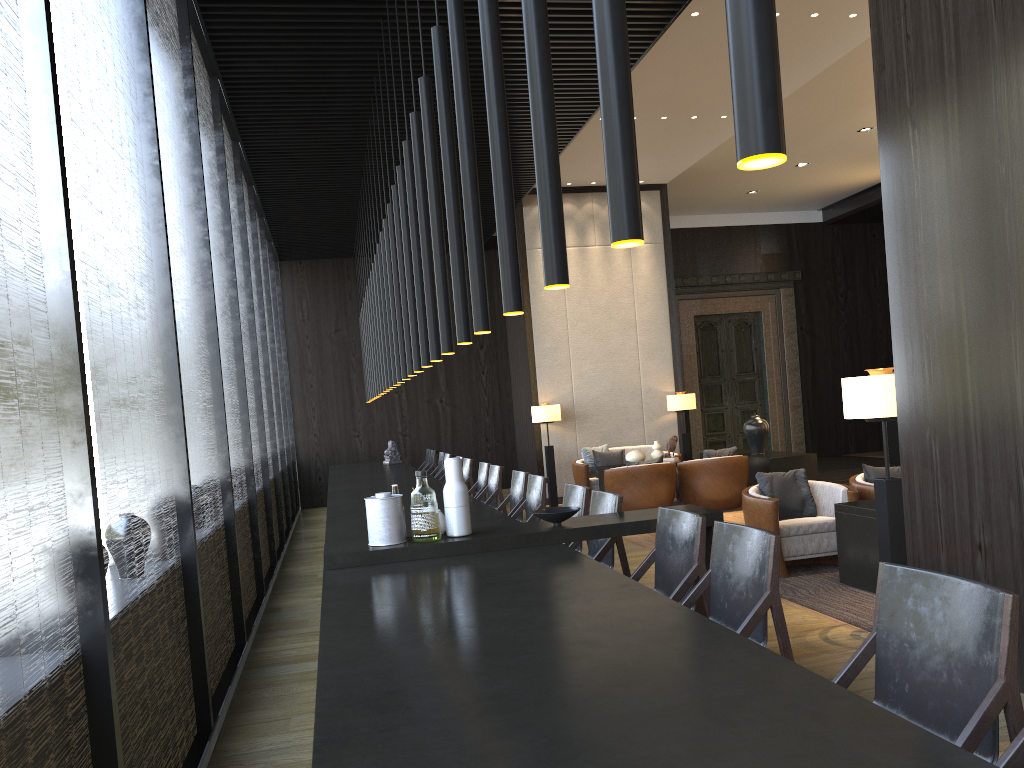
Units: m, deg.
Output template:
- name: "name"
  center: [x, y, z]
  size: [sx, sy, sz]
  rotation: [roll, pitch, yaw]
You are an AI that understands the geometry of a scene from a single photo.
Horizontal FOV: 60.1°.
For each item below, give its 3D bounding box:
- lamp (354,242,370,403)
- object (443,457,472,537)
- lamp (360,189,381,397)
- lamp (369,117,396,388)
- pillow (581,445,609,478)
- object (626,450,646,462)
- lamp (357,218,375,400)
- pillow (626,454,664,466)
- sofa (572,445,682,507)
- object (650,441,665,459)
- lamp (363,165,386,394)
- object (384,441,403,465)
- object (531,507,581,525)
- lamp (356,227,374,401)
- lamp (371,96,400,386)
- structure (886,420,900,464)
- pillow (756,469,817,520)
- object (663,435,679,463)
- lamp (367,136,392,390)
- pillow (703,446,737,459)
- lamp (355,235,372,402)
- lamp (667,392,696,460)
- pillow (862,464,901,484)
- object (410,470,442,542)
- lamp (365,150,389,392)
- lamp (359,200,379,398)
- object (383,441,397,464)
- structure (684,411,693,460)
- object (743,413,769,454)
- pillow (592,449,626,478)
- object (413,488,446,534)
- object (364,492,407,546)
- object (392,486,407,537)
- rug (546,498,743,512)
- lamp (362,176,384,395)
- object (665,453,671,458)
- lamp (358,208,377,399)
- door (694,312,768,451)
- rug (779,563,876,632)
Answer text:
- name: "lamp"
  center: [-2.219, -0.930, 13.018]
  size: [0.060, 2.424, 0.060]
  rotation: [-5, 2, -17]
- name: "object"
  center: [-0.248, 0.499, 3.921]
  size: [0.113, 0.345, 0.113]
  rotation: [-5, 1, -16]
- name: "lamp"
  center: [-1.624, -1.065, 10.097]
  size: [0.060, 2.424, 0.060]
  rotation: [-5, 2, -17]
- name: "lamp"
  center: [-1.149, -1.173, 7.763]
  size: [0.060, 2.424, 0.060]
  rotation: [-5, 2, -17]
- name: "pillow"
  center: [1.117, 0.998, 11.463]
  size: [0.432, 0.400, 0.201]
  rotation: [-5, 1, -33]
- name: "object"
  center: [1.496, 0.887, 10.697]
  size: [0.246, 0.168, 0.245]
  rotation: [-5, -1, 36]
- name: "lamp"
  center: [-1.915, -0.999, 11.525]
  size: [0.060, 2.424, 0.060]
  rotation: [-5, 2, -17]
- name: "pillow"
  center: [1.444, 0.947, 9.555]
  size: [0.441, 0.339, 0.205]
  rotation: [-5, 1, -5]
- name: "sofa"
  center: [1.479, 1.168, 11.439]
  size: [1.447, 0.694, 0.603]
  rotation: [-5, 0, -11]
- name: "object"
  center: [1.765, 0.820, 10.750]
  size: [0.174, 0.257, 0.174]
  rotation: [-5, 1, 8]
- name: "lamp"
  center: [-1.432, -1.109, 9.155]
  size: [0.060, 2.424, 0.060]
  rotation: [-5, 2, -17]
- name: "object"
  center: [-1.632, 0.932, 12.062]
  size: [0.207, 0.311, 0.162]
  rotation: [-5, 1, -32]
- name: "object"
  center: [0.203, 0.608, 4.032]
  size: [0.227, 0.067, 0.227]
  rotation: [-4, -1, -9]
- name: "lamp"
  center: [-2.015, -0.976, 12.014]
  size: [0.060, 2.424, 0.060]
  rotation: [-5, 2, -17]
- name: "lamp"
  center: [-1.051, -1.196, 7.279]
  size: [0.060, 2.424, 0.060]
  rotation: [-5, 2, -7]
- name: "structure"
  center: [5.963, 0.864, 13.382]
  size: [0.402, 0.659, 0.402]
  rotation: [-5, 1, -12]
- name: "pillow"
  center: [1.993, 0.806, 6.452]
  size: [0.398, 0.363, 0.222]
  rotation: [-5, 1, -11]
- name: "object"
  center: [1.910, 0.779, 10.637]
  size: [0.174, 0.310, 0.228]
  rotation: [-4, 1, 34]
- name: "lamp"
  center: [-1.248, -1.151, 8.247]
  size: [0.060, 2.424, 0.060]
  rotation: [-5, 2, -7]
- name: "pillow"
  center: [2.281, 0.879, 9.727]
  size: [0.398, 0.363, 0.222]
  rotation: [-5, 1, -11]
- name: "lamp"
  center: [-2.116, -0.953, 12.511]
  size: [0.060, 2.424, 0.060]
  rotation: [-5, 2, -17]
- name: "lamp"
  center: [2.306, 0.781, 11.835]
  size: [0.375, 1.353, 0.373]
  rotation: [-4, 2, 36]
- name: "pillow"
  center: [2.831, 0.746, 6.624]
  size: [0.441, 0.339, 0.205]
  rotation: [-5, 1, -5]
- name: "object"
  center: [-0.382, 0.528, 3.849]
  size: [0.129, 0.306, 0.129]
  rotation: [-5, 1, -26]
- name: "lamp"
  center: [-1.338, -1.130, 8.692]
  size: [0.060, 2.424, 0.060]
  rotation: [-5, 2, -17]
- name: "lamp"
  center: [-1.718, -1.044, 10.557]
  size: [0.060, 2.424, 0.060]
  rotation: [-5, 2, -17]
- name: "object"
  center: [-1.678, 0.942, 12.308]
  size: [0.209, 0.313, 0.163]
  rotation: [-5, 1, 13]
- name: "structure"
  center: [2.430, 0.865, 12.764]
  size: [0.240, 1.220, 0.240]
  rotation: [-5, 2, -12]
- name: "object"
  center: [2.965, 0.602, 10.742]
  size: [0.311, 0.493, 0.312]
  rotation: [-5, 1, -23]
- name: "pillow"
  center: [1.248, 1.003, 11.332]
  size: [0.471, 0.361, 0.219]
  rotation: [-5, 1, -15]
- name: "object"
  center: [-0.364, 0.575, 4.024]
  size: [0.135, 0.218, 0.136]
  rotation: [-5, 1, -24]
- name: "object"
  center: [-0.552, 0.585, 3.868]
  size: [0.168, 0.219, 0.169]
  rotation: [-5, 0, -16]
- name: "object"
  center: [-0.517, 0.577, 3.989]
  size: [0.066, 0.238, 0.067]
  rotation: [-5, 2, -18]
- name: "rug"
  center: [1.619, 1.476, 10.607]
  size: [2.039, 0.008, 2.243]
  rotation: [-4, -2, -12]
- name: "lamp"
  center: [-1.525, -1.088, 9.609]
  size: [0.060, 2.424, 0.060]
  rotation: [-5, 2, -17]
- name: "object"
  center: [1.893, 0.884, 10.774]
  size: [0.091, 0.112, 0.091]
  rotation: [-4, 0, 41]
- name: "lamp"
  center: [-1.814, -1.022, 11.027]
  size: [0.060, 2.424, 0.060]
  rotation: [-5, 2, -17]
- name: "door"
  center: [3.850, 0.103, 15.630]
  size: [1.286, 2.701, 0.052]
  rotation: [-5, 2, -11]
- name: "rug"
  center: [2.645, 1.242, 5.567]
  size: [1.956, 0.008, 2.243]
  rotation: [-4, -2, -12]
